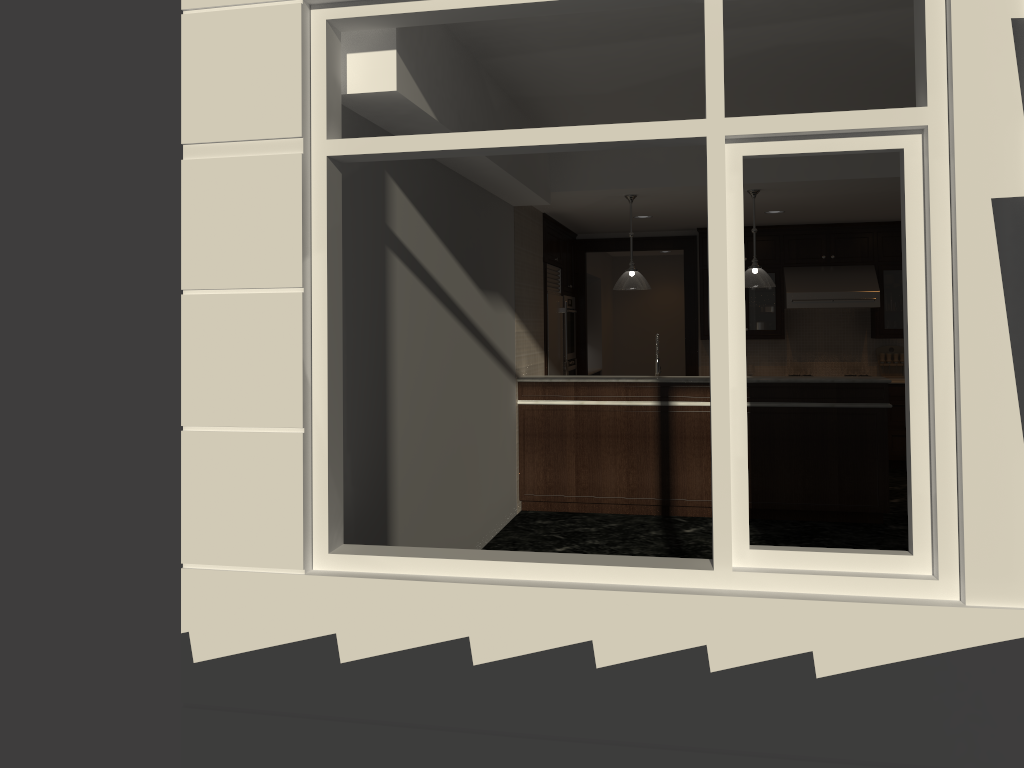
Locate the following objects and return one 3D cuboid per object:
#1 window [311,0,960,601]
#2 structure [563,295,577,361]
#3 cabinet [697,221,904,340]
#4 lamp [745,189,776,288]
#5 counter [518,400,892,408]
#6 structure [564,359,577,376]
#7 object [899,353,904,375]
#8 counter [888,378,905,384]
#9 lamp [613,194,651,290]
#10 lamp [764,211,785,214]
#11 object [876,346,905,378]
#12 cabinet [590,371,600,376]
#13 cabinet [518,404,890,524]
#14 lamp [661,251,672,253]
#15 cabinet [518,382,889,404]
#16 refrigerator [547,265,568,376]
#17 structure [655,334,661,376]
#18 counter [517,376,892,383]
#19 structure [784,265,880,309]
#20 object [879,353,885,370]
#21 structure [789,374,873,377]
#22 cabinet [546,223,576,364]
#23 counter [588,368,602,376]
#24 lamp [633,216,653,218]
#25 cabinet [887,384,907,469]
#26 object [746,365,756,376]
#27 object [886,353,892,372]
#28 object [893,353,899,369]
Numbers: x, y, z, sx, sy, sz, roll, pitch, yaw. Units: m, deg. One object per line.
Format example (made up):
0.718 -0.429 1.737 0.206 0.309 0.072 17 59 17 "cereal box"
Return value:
0.368 -0.388 3.284 2.310 2.207 0.152 0 -2 11 "window"
0.399 -0.630 9.927 0.613 0.702 0.758 0 1 13 "structure"
3.529 -1.057 8.668 3.365 1.257 2.310 0 3 13 "cabinet"
1.950 -1.170 7.099 0.317 0.785 0.317 -1 -1 27 "lamp"
1.545 0.122 7.392 2.867 0.032 1.055 0 4 13 "counter"
0.361 -0.073 9.922 0.665 0.389 0.763 0 3 13 "structure"
4.228 -0.221 9.556 0.061 0.238 0.061 0 -1 -24 "object"
3.536 0.019 8.634 3.366 0.032 2.318 0 4 13 "counter"
0.990 -1.175 7.316 0.317 0.785 0.317 -1 -1 27 "lamp"
2.541 -1.728 8.547 0.198 0.137 0.198 -1 2 -22 "lamp"
4.131 -0.241 9.588 0.316 0.350 0.110 0 -1 12 "object"
1.035 0.249 11.452 0.057 0.747 1.793 -1 3 13 "cabinet"
1.553 0.564 7.382 2.846 0.915 1.026 0 2 13 "cabinet"
2.277 -2.027 13.116 0.197 0.137 0.198 -1 2 -12 "lamp"
1.460 0.054 7.042 2.835 0.153 0.293 0 3 13 "cabinet"
0.169 -0.143 9.065 0.687 2.127 0.889 -1 -1 13 "refrigerator"
1.240 -0.164 7.506 0.051 0.532 0.243 -1 -1 12 "structure"
1.470 -0.039 7.042 2.853 0.032 0.328 0 4 13 "counter"
3.427 -1.058 9.543 0.930 0.478 0.640 0 2 13 "structure"
4.029 -0.226 9.600 0.061 0.229 0.061 0 -1 -6 "object"
3.434 0.335 9.478 0.905 0.840 0.719 0 1 13 "structure"
0.261 -0.417 9.473 0.756 2.427 1.842 -1 0 13 "cabinet"
0.711 -0.144 11.536 0.708 0.032 1.858 0 4 13 "counter"
1.308 -1.734 8.825 0.197 0.137 0.198 0 2 18 "lamp"
3.540 0.477 8.621 3.366 0.882 2.318 0 3 13 "cabinet"
2.622 -0.134 9.708 0.112 0.151 0.112 -1 0 5 "object"
4.093 -0.222 9.586 0.061 0.238 0.061 0 -1 -18 "object"
4.163 -0.227 9.570 0.061 0.226 0.061 0 -1 -18 "object"
